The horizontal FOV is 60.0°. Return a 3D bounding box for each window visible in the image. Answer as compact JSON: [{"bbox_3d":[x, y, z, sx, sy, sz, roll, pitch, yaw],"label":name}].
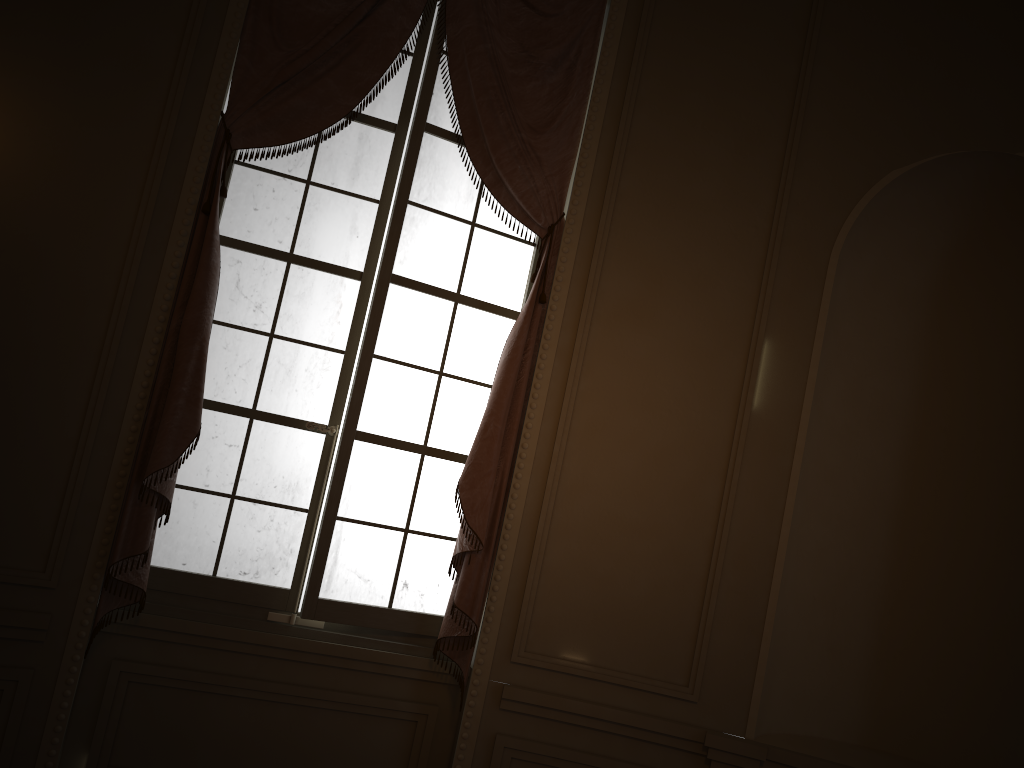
[{"bbox_3d":[-0.533,-0.426,3.465,1.326,2.829,0.151,13,-6,-14],"label":"window"}]

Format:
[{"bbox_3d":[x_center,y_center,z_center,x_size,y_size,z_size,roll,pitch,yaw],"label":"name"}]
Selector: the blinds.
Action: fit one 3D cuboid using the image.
[{"bbox_3d":[-0.489,-0.380,3.241,1.350,2.969,0.283,13,-6,-14],"label":"blinds"}]
